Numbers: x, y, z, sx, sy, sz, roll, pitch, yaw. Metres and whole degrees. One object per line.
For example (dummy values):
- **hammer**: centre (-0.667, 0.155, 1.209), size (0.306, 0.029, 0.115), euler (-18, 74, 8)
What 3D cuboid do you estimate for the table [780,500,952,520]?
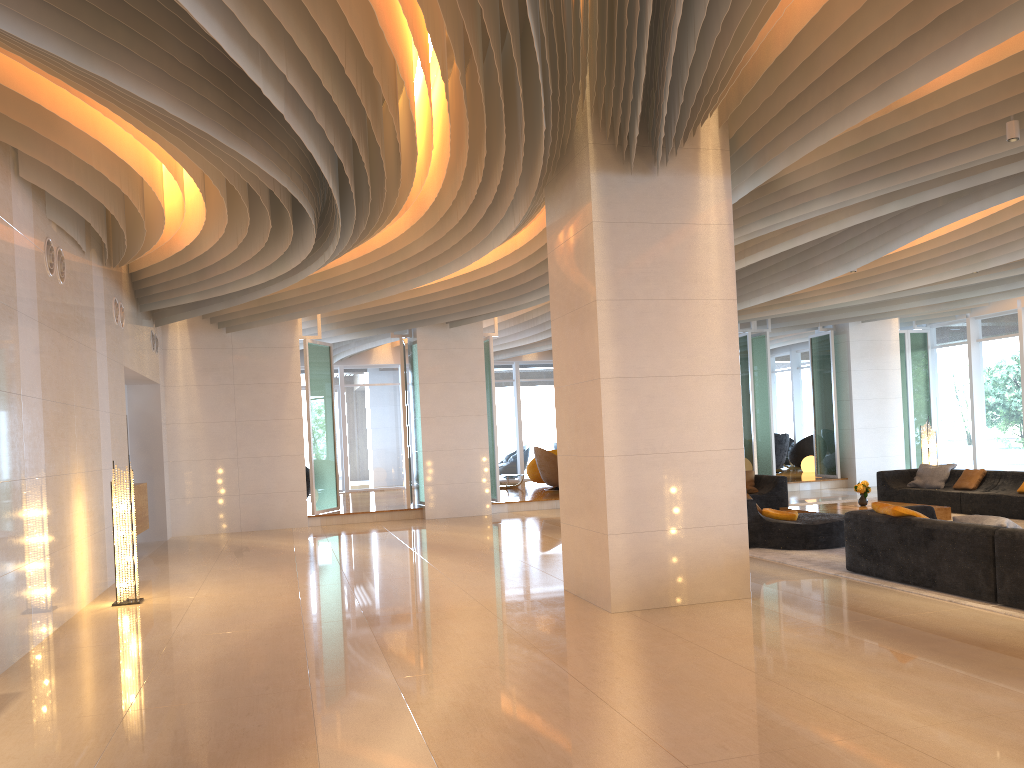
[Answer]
- **table**: centre (4.855, 1.821, 12.307), size (1.614, 0.220, 1.589), euler (-2, -3, -15)

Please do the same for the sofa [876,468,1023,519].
- **sofa**: centre (6.903, 1.573, 12.903), size (0.949, 0.582, 3.750), euler (-2, -3, -15)

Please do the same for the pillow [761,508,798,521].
- **pillow**: centre (3.182, 1.541, 10.524), size (0.406, 0.136, 0.421), euler (-4, -3, 18)

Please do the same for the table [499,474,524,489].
- **table**: centre (-0.223, 2.379, 21.510), size (1.085, 0.318, 0.815), euler (-2, -3, -9)

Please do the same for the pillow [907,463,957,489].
- **pillow**: centre (6.704, 1.467, 14.181), size (0.556, 0.377, 0.629), euler (-1, -3, -37)

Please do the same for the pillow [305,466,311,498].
- **pillow**: centre (-4.651, 2.001, 17.299), size (1.532, 1.005, 1.127), euler (-2, -2, -18)

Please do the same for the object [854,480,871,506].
- **object**: centre (4.939, 1.529, 12.488), size (0.234, 0.377, 0.268), euler (-3, -1, 17)

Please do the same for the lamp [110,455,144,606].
- **lamp**: centre (-3.795, 1.421, 8.686), size (0.252, 1.450, 0.248), euler (-3, 0, -15)

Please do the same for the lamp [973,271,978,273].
- **lamp**: centre (6.700, -2.371, 12.904), size (0.088, 1.505, 0.090), euler (-3, 0, 30)

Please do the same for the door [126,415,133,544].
- **door**: centre (-6.149, 1.508, 13.704), size (0.248, 2.100, 1.394), euler (-3, -1, -15)

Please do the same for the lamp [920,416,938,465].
- **lamp**: centre (7.170, 1.276, 15.226), size (0.252, 1.450, 0.248), euler (-3, 0, -15)

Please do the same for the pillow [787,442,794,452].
- **pillow**: centre (7.904, 1.785, 25.527), size (0.501, 0.408, 0.467), euler (-3, -2, 12)

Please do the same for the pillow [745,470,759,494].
- **pillow**: centre (3.782, 1.649, 14.864), size (0.636, 0.377, 0.550), euler (-3, -2, 6)

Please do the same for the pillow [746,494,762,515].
- **pillow**: centre (2.870, 1.467, 10.757), size (0.331, 0.311, 0.421), euler (-2, -2, -13)

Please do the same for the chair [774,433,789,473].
- **chair**: centre (6.482, 1.777, 22.653), size (1.543, 1.005, 1.119), euler (-1, -3, -43)

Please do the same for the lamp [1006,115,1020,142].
- **lamp**: centre (3.756, -2.596, 6.708), size (0.090, 1.505, 0.088), euler (-3, 0, -24)

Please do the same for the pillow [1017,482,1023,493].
- **pillow**: centre (7.203, 1.353, 12.190), size (0.324, 0.312, 0.405), euler (-2, -2, -13)

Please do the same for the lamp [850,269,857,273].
- **lamp**: centre (4.706, -2.309, 12.325), size (0.088, 1.505, 0.090), euler (-3, 0, 30)

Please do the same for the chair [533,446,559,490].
- **chair**: centre (1.086, 1.893, 20.186), size (1.141, 1.005, 1.513), euler (-3, -2, -7)

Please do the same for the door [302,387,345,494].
- **door**: centre (-5.186, 1.482, 23.175), size (1.471, 2.770, 0.059), euler (-3, 0, -16)

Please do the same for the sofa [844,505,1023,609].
- **sofa**: centre (4.040, 1.347, 6.743), size (0.949, 0.582, 3.750), euler (-2, -3, -15)

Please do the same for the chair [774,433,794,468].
- **chair**: centre (7.556, 1.891, 25.457), size (1.520, 1.005, 1.135), euler (-3, -2, -3)

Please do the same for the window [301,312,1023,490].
- **window**: centre (9.565, -0.227, 10.805), size (53.631, 3.218, 22.517), euler (-6, -4, 40)

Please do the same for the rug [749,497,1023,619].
- **rug**: centre (6.060, 1.601, 7.668), size (5.558, 0.022, 16.105), euler (-2, -4, -15)

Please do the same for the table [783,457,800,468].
- **table**: centre (7.892, 2.161, 24.473), size (1.085, 0.318, 0.815), euler (-2, -3, -9)

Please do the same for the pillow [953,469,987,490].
- **pillow**: centre (6.899, 1.437, 13.367), size (0.325, 0.312, 0.404), euler (-2, -2, -17)

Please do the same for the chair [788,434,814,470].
- **chair**: centre (8.051, 1.751, 23.491), size (1.528, 1.005, 1.129), euler (-2, -2, -13)

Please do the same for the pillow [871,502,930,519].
- **pillow**: centre (3.580, 1.249, 7.944), size (0.545, 0.377, 0.642), euler (-3, -3, 7)

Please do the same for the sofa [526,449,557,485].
- **sofa**: centre (1.589, 2.050, 22.358), size (2.594, 0.900, 1.097), euler (-1, -2, -26)

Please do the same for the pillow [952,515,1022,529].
- **pillow**: centre (3.877, 1.244, 7.101), size (0.423, 0.376, 0.583), euler (-2, -2, -13)

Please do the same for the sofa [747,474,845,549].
- **sofa**: centre (3.543, 1.679, 12.517), size (2.848, 0.653, 5.052), euler (-2, -3, -15)

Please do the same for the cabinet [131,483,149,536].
- **cabinet**: centre (-5.357, 1.716, 12.046), size (0.564, 0.661, 1.499), euler (-2, -3, -15)
